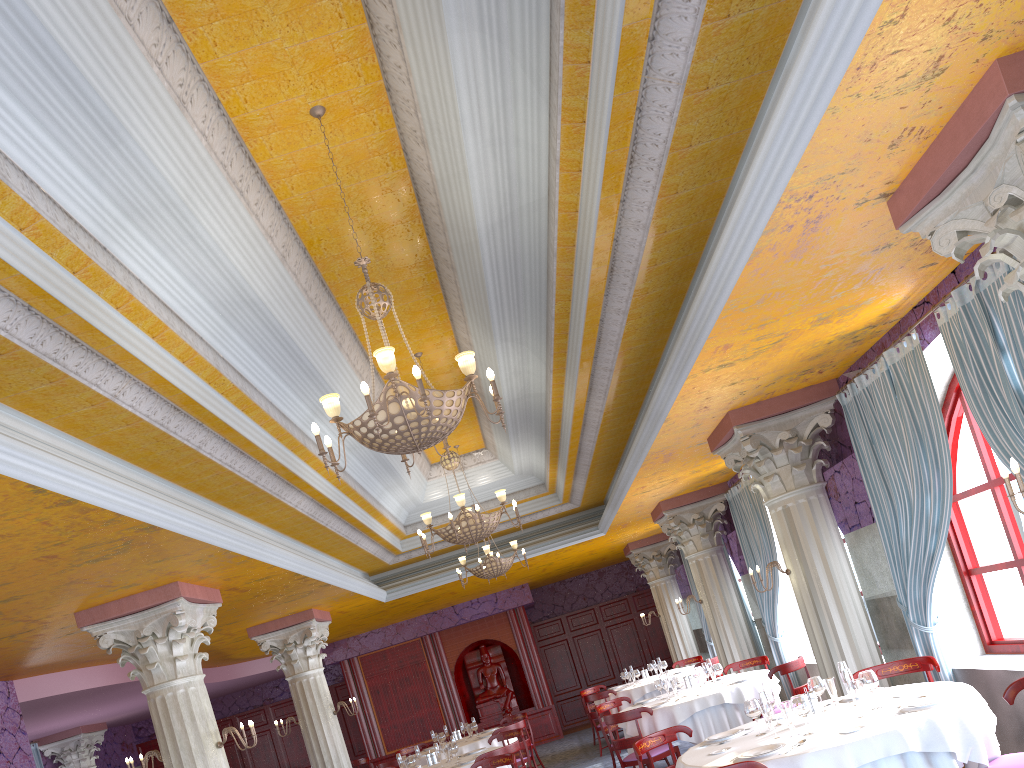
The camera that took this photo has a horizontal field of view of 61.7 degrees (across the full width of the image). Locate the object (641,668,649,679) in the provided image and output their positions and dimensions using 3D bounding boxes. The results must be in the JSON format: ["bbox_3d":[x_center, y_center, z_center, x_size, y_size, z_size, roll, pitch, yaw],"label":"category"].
[{"bbox_3d":[2.437,5.309,15.742,0.141,0.206,0.075,-14,-6,-20],"label":"object"}]

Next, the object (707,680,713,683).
[{"bbox_3d":[2.664,4.001,11.532,0.252,0.019,0.058,-2,-22,-40],"label":"object"}]

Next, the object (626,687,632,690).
[{"bbox_3d":[2.063,5.335,15.016,0.249,0.003,0.023,2,-25,-45],"label":"object"}]

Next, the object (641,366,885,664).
[{"bbox_3d":[3.430,1.762,8.121,2.090,3.482,30.460,-17,-17,-3],"label":"object"}]

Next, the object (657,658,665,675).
[{"bbox_3d":[2.748,5.221,15.832,0.077,0.327,0.072,-20,-5,35],"label":"object"}]

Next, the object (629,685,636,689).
[{"bbox_3d":[2.087,5.310,14.991,0.252,0.019,0.058,-2,-22,-40],"label":"object"}]

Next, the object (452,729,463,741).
[{"bbox_3d":[-0.936,5.922,14.487,0.141,0.206,0.075,-14,-6,-20],"label":"object"}]

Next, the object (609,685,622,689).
[{"bbox_3d":[1.960,5.742,16.200,0.313,0.023,0.327,-17,-17,-1],"label":"object"}]

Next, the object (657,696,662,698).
[{"bbox_3d":[1.932,4.228,11.533,0.027,0.013,0.247,-3,-22,-43],"label":"object"}]

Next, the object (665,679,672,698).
[{"bbox_3d":[2.013,3.954,11.127,0.086,0.232,0.087,-17,-5,1],"label":"object"}]

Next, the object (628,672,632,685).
[{"bbox_3d":[2.186,5.467,15.904,0.084,0.232,0.090,-15,-5,-21],"label":"object"}]

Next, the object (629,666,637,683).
[{"bbox_3d":[2.256,5.427,16.002,0.077,0.327,0.072,-20,-5,35],"label":"object"}]

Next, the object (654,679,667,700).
[{"bbox_3d":[1.917,3.947,11.060,0.125,0.258,0.123,-19,-6,13],"label":"object"}]

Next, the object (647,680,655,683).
[{"bbox_3d":[2.448,5.207,14.993,0.168,0.009,0.157,-31,-22,37],"label":"object"}]

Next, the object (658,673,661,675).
[{"bbox_3d":[2.836,5.514,16.309,0.252,0.019,0.058,-2,-22,-40],"label":"object"}]

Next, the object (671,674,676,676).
[{"bbox_3d":[2.822,5.090,14.989,0.027,0.013,0.247,-3,-22,-43],"label":"object"}]

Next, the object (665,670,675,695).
[{"bbox_3d":[2.084,3.913,11.225,0.072,0.327,0.077,-15,-5,-32],"label":"object"}]

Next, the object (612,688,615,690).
[{"bbox_3d":[1.837,5.727,16.029,0.053,0.019,0.273,-4,-22,-39],"label":"object"}]

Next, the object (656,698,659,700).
[{"bbox_3d":[1.943,4.150,11.302,0.136,0.010,0.031,-1,-23,-42],"label":"object"}]

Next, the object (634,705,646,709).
[{"bbox_3d":[1.622,4.107,10.872,0.158,0.009,0.166,-17,-17,-1],"label":"object"}]

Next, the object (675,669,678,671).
[{"bbox_3d":[3.102,5.348,16.036,0.228,0.013,0.029,1,-23,-45],"label":"object"}]

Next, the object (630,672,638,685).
[{"bbox_3d":[2.189,5.299,15.396,0.084,0.232,0.090,-15,-5,-21],"label":"object"}]

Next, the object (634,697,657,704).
[{"bbox_3d":[1.787,4.229,11.423,0.306,0.023,0.334,-7,-20,-29],"label":"object"}]

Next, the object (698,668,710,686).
[{"bbox_3d":[2.500,3.810,11.139,0.089,0.232,0.085,-19,-6,24],"label":"object"}]

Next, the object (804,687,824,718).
[{"bbox_3d":[2.086,2.227,6.014,0.141,0.206,0.075,-14,-6,-20],"label":"object"}]

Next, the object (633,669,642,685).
[{"bbox_3d":[2.248,5.236,15.301,0.119,0.258,0.129,-13,-7,-32],"label":"object"}]

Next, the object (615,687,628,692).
[{"bbox_3d":[1.926,5.398,15.117,0.313,0.023,0.327,-17,-17,-1],"label":"object"}]

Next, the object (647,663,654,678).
[{"bbox_3d":[2.606,5.361,16.012,0.121,0.258,0.127,-16,-6,-10],"label":"object"}]

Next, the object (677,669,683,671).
[{"bbox_3d":[3.088,5.239,15.686,0.163,0.009,0.161,-23,-18,18],"label":"object"}]

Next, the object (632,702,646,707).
[{"bbox_3d":[1.664,4.213,11.252,0.053,0.019,0.273,-4,-22,-39],"label":"object"}]

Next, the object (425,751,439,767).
[{"bbox_3d":[-1.055,4.873,11.174,0.141,0.206,0.075,-14,-6,-20],"label":"object"}]

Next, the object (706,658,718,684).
[{"bbox_3d":[2.576,3.708,11.055,0.073,0.327,0.076,-16,-4,-10],"label":"object"}]

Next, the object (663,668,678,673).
[{"bbox_3d":[2.997,5.422,16.183,0.313,0.023,0.327,-17,-17,-1],"label":"object"}]

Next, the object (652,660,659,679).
[{"bbox_3d":[2.577,5.104,15.316,0.077,0.327,0.072,-20,-5,35],"label":"object"}]

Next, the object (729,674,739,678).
[{"bbox_3d":[2.930,3.834,11.258,0.228,0.013,0.029,1,-23,-45],"label":"object"}]

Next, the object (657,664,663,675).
[{"bbox_3d":[2.676,5.155,15.408,0.084,0.232,0.090,-15,-5,-21],"label":"object"}]

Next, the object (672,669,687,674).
[{"bbox_3d":[2.963,5.077,15.101,0.313,0.023,0.327,-17,-17,-1],"label":"object"}]

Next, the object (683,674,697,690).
[{"bbox_3d":[2.264,3.796,10.965,0.141,0.206,0.075,-14,-6,-20],"label":"object"}]

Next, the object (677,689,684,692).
[{"bbox_3d":[2.262,4.140,11.565,0.166,0.009,0.159,-26,-20,28],"label":"object"}]

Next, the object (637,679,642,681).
[{"bbox_3d":[2.435,5.653,16.342,0.163,0.009,0.161,-23,-18,18],"label":"object"}]

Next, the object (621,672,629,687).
[{"bbox_3d":[2.089,5.461,15.837,0.125,0.258,0.123,-19,-6,13],"label":"object"}]

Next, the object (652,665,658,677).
[{"bbox_3d":[2.673,5.323,15.916,0.089,0.232,0.085,-19,-6,24],"label":"object"}]

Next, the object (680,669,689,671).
[{"bbox_3d":[3.087,5.098,15.270,0.053,0.019,0.273,-4,-22,-39],"label":"object"}]

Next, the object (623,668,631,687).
[{"bbox_3d":[2.085,5.309,15.486,0.077,0.327,0.072,-20,-5,35],"label":"object"}]

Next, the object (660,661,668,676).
[{"bbox_3d":[2.765,5.137,15.476,0.125,0.258,0.123,-19,-6,13],"label":"object"}]

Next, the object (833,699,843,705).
[{"bbox_3d":[2.514,2.424,6.555,0.249,0.003,0.023,2,-25,-45],"label":"object"}]
